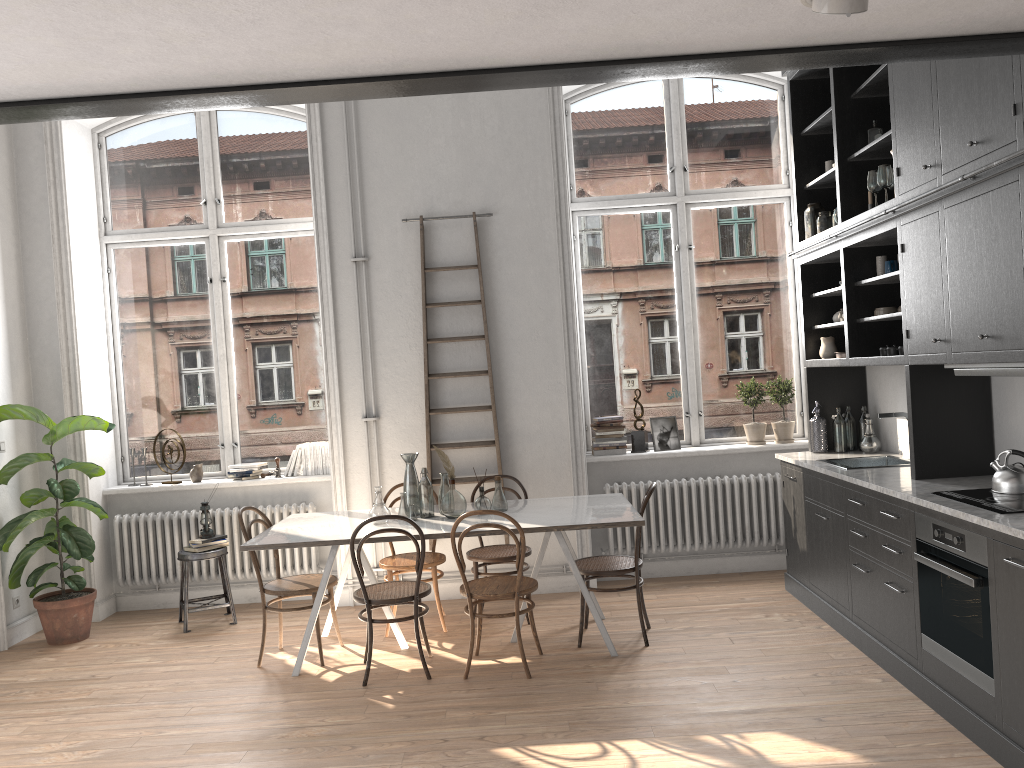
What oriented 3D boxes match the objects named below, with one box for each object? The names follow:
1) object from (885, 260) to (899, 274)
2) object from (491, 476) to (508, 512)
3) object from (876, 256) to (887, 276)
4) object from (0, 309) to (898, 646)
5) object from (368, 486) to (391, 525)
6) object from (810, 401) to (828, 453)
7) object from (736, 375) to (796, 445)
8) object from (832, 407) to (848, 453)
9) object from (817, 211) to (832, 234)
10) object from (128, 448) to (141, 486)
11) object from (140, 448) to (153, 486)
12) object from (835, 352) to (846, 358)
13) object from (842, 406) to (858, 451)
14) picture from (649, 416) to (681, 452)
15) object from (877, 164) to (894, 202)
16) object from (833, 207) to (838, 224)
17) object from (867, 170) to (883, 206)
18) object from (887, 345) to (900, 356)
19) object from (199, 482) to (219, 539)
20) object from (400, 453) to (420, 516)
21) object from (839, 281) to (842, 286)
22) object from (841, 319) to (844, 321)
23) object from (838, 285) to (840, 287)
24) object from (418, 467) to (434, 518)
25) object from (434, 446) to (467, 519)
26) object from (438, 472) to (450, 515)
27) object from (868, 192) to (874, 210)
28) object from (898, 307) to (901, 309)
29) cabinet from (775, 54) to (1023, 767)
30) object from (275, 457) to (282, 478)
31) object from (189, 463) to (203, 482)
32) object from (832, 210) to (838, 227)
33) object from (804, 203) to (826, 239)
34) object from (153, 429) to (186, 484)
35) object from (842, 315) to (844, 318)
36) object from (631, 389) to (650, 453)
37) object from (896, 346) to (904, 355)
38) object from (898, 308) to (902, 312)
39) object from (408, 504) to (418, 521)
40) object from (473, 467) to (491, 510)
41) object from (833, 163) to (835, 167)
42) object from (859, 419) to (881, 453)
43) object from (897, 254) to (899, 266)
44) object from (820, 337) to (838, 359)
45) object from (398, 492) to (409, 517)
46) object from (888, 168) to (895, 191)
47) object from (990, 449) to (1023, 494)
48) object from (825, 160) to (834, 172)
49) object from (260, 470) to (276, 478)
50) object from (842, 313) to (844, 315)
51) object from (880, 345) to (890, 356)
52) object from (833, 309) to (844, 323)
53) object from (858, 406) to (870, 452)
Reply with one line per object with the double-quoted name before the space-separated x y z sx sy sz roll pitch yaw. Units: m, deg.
"object" 2.160 -0.654 5.055 0.140 0.093 0.082 -4 1 -34
"object" -0.081 0.674 5.452 0.101 0.212 0.101 -3 1 40
"object" 2.164 -0.676 5.171 0.082 0.135 0.059 -4 1 -32
"object" -0.564 0.667 5.775 5.827 1.842 0.792 -4 1 6
"object" -0.789 0.719 5.265 0.132 0.219 0.132 -4 1 -10
"object" 2.067 0.286 5.985 0.109 0.349 0.109 -4 1 -18
"object" 1.952 0.197 6.795 0.500 0.524 0.234 -4 1 -10
"object" 2.186 0.306 5.920 0.086 0.301 0.086 -4 1 -14
"object" 2.050 -1.043 5.788 0.114 0.155 0.114 -4 1 4
"object" -2.930 0.643 6.863 0.095 0.289 0.095 -3 1 32
"object" -2.813 0.636 6.804 0.095 0.289 0.095 -3 1 23
"object" 2.192 -0.190 5.773 0.180 0.037 0.180 -4 1 -14
"object" 2.283 0.298 5.998 0.086 0.301 0.086 -3 1 15
"picture" 1.166 0.385 6.844 0.221 0.264 0.149 -4 1 -16
"object" 2.007 -1.062 4.762 0.083 0.221 0.083 -5 1 -43
"object" 2.011 -1.137 5.370 0.134 0.357 0.134 -5 1 -44
"object" 2.006 -1.064 4.893 0.083 0.221 0.083 -3 1 32
"object" 2.088 -0.185 4.830 0.088 0.059 0.104 -4 1 -21
"object" -2.158 0.898 6.318 0.163 0.383 0.154 -4 1 -26
"object" -0.623 0.623 5.502 0.116 0.383 0.116 -4 1 12
"object" 2.137 -0.636 5.687 0.071 0.047 0.071 -3 1 38
"object" 2.175 -0.412 5.752 0.085 0.015 0.085 -4 1 14
"object" 2.232 -0.645 5.960 0.071 0.047 0.071 -3 1 38
"object" -0.524 0.659 5.390 0.086 0.301 0.086 -4 1 -14
"object" -0.358 0.577 5.299 0.157 0.446 0.157 -3 1 19
"object" -0.408 0.674 5.462 0.098 0.255 0.100 -4 1 -23
"object" 2.077 -1.041 5.133 0.123 0.161 0.123 -4 1 9
"object" 2.263 -0.422 5.040 0.123 0.036 0.123 -4 1 -12
"cabinet" 2.061 -0.362 4.499 0.635 3.584 3.250 -4 1 1
"object" -1.788 0.637 6.776 0.048 0.153 0.088 -4 1 -29
"object" -2.427 0.683 6.818 0.100 0.142 0.102 -4 1 -25
"object" 2.103 -1.043 5.686 0.096 0.150 0.096 -4 1 -11
"object" 2.028 -1.085 5.930 0.118 0.238 0.118 -4 1 -14
"object" -2.628 0.555 6.821 0.347 0.425 0.087 -3 1 33
"object" 2.172 -0.433 5.753 0.058 0.033 0.056 -4 1 -25
"object" 0.970 0.279 6.802 0.122 0.488 0.102 -3 1 25
"object" 2.109 -0.185 4.729 0.104 0.059 0.088 -4 1 9
"object" 2.264 -0.414 5.041 0.132 0.038 0.132 -4 1 -42
"object" -0.596 0.769 5.297 0.058 0.094 0.058 -3 1 29
"object" -0.184 0.646 5.377 0.107 0.283 0.106 -4 1 -4
"object" 2.152 -1.398 5.817 0.096 0.095 0.096 -3 1 35
"object" 2.326 0.337 5.766 0.132 0.219 0.120 -4 1 1
"object" 2.247 -0.682 5.117 0.082 0.135 0.059 -3 1 28
"object" 2.120 -0.242 5.930 0.127 0.144 0.115 -4 1 -21
"object" -0.658 0.740 5.392 0.083 0.158 0.083 -4 1 -4
"object" 2.109 -1.070 4.875 0.083 0.221 0.083 -4 1 -7
"object" 2.199 0.379 3.896 0.171 0.186 0.171 -4 1 11
"object" 2.127 -1.417 5.924 0.059 0.135 0.082 -3 1 28
"object" -1.870 0.694 6.834 0.088 0.048 0.153 -3 1 40
"object" 2.171 -0.453 5.753 0.055 0.047 0.058 -4 1 15
"object" 2.097 -0.187 4.942 0.088 0.059 0.104 -4 1 -11
"object" 2.202 -0.451 5.910 0.140 0.100 0.125 -4 1 -18
"object" 2.345 0.295 5.891 0.086 0.301 0.086 -5 2 -44
